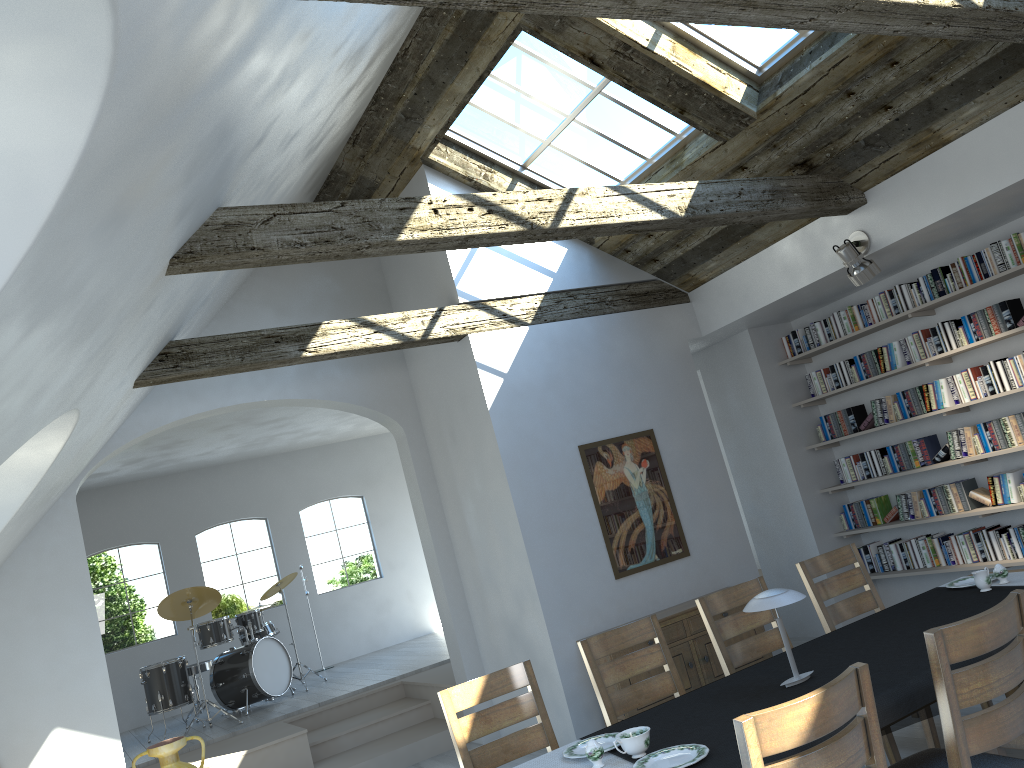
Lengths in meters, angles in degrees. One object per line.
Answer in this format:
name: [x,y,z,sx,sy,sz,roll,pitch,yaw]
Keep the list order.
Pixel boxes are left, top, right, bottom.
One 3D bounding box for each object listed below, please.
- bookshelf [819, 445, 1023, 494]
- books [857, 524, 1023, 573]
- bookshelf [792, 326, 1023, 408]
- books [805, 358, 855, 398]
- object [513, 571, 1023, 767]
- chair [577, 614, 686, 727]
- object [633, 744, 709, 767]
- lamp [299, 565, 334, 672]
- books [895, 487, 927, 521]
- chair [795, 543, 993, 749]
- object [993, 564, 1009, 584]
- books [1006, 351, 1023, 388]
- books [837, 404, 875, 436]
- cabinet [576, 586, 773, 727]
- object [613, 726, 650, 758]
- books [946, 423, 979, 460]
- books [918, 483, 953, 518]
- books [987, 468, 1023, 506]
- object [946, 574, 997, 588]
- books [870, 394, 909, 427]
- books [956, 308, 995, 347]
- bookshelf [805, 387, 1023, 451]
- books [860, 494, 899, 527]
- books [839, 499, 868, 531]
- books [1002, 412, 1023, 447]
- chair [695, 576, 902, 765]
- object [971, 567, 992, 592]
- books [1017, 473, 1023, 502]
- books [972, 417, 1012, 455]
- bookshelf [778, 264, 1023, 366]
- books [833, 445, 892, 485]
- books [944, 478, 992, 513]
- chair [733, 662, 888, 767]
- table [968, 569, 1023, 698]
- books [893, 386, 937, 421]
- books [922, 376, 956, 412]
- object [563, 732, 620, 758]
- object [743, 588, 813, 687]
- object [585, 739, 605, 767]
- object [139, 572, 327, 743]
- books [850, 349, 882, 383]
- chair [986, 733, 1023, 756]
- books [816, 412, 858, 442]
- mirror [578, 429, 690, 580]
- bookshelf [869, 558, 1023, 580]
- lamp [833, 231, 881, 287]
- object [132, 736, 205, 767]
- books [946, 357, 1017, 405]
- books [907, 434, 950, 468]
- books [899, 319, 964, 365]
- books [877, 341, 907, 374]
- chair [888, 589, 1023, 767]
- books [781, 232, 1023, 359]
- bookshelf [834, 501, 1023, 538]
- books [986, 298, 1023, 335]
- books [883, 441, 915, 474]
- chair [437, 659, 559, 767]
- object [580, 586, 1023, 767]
bookshelf: [4.589,-0.078,4.554,0.315,0.070,7.825,-10,-10,-29]
books: [3.743,1.151,6.557,0.242,0.237,2.981,-10,-10,-29]
bookshelf: [4.383,-0.832,4.679,0.315,0.070,7.825,-10,-10,-29]
books: [2.834,-0.050,7.769,0.214,0.220,0.490,-10,-10,-29]
object: [1.366,1.153,3.580,2.872,0.077,1.050,-10,-10,-29]
chair: [0.760,1.608,4.059,0.514,1.006,0.605,-10,-10,-29]
object: [0.514,1.214,2.859,0.250,0.017,0.253,-10,-10,-29]
lamp: [-2.626,3.049,11.618,0.232,1.383,0.238,-10,-10,-29]
books: [3.299,0.986,7.270,0.189,0.228,0.249,-10,-10,-29]
chair: [2.040,1.379,4.787,0.514,1.006,0.605,-10,-10,-29]
object: [2.341,0.906,4.247,0.064,0.092,0.064,-22,-11,37]
books: [3.740,-0.159,6.151,0.242,0.237,0.494,-10,-10,-29]
books: [2.997,0.289,7.583,0.189,0.224,0.345,-10,-10,-29]
cabinet: [1.266,2.035,6.552,1.481,0.714,0.383,-10,-10,-29]
object: [0.424,1.235,3.041,0.124,0.081,0.130,-17,-9,13]
books: [3.479,0.440,6.784,0.189,0.228,0.249,-10,-10,-29]
books: [3.410,0.923,7.061,0.209,0.220,0.278,-10,-11,-31]
books: [3.668,0.761,6.551,0.189,0.228,0.249,-10,-10,-29]
object: [2.295,0.987,4.418,0.250,0.017,0.253,-10,-10,-29]
books: [3.121,0.212,7.341,0.189,0.228,0.249,-10,-10,-29]
books: [3.460,-0.420,6.551,0.209,0.220,0.278,-10,-11,-31]
bookshelf: [4.486,-0.455,4.617,0.315,0.070,7.825,-10,-10,-29]
books: [3.173,1.061,7.516,0.189,0.224,0.345,-10,-10,-29]
books: [3.040,1.143,7.780,0.209,0.220,0.278,-10,-11,-31]
books: [3.682,0.319,6.388,0.189,0.220,0.156,-10,-10,-29]
chair: [1.400,1.493,4.423,0.514,1.006,0.605,-10,-10,-29]
object: [2.224,0.926,4.192,0.071,0.098,0.100,-20,-10,29]
books: [3.789,0.715,6.329,0.209,0.220,0.278,-10,-11,-31]
books: [3.589,0.377,6.575,0.209,0.220,0.278,-10,-11,-31]
bookshelf: [4.280,-1.208,4.742,0.315,0.070,7.825,-10,-10,-29]
books: [3.042,0.702,7.638,0.214,0.220,0.490,-10,-10,-29]
books: [3.543,0.844,6.797,0.189,0.229,0.343,-10,-10,-29]
chair: [0.769,1.335,2.431,0.514,1.006,0.605,-10,-10,-29]
table: [1.440,1.473,3.515,3.078,0.737,0.939,-10,-10,-29]
books: [3.231,0.149,7.132,0.209,0.220,0.278,-10,-11,-31]
books: [3.348,0.077,6.899,0.189,0.228,0.249,-10,-10,-29]
object: [0.310,1.338,3.269,0.250,0.017,0.253,-10,-10,-29]
object: [1.064,0.983,3.469,0.251,0.362,0.251,-14,-9,-7]
object: [0.285,1.269,3.051,0.064,0.092,0.064,-13,-9,-11]
object: [-3.180,2.861,9.540,1.465,1.383,2.354,-18,-9,15]
books: [3.004,-0.153,7.437,0.209,0.220,0.278,-10,-11,-31]
chair: [2.050,1.107,3.160,0.514,1.006,0.605,-10,-10,-29]
books: [2.861,0.369,7.852,0.209,0.220,0.278,-10,-11,-31]
mirror: [0.961,0.919,6.937,0.736,1.047,0.009,-10,-10,-29]
bookshelf: [4.794,0.675,4.430,0.315,0.070,7.825,-10,-10,-29]
lamp: [2.374,-0.865,6.136,0.265,0.386,0.235,-14,-9,-8]
object: [-2.504,2.961,6.574,0.396,0.605,0.402,-18,-9,17]
books: [3.515,-0.027,6.578,0.214,0.237,0.490,-10,-10,-29]
books: [3.355,0.516,7.026,0.189,0.224,0.345,-10,-10,-29]
books: [3.288,-0.328,6.883,0.214,0.237,0.490,-10,-10,-29]
books: [3.121,-0.225,7.204,0.189,0.228,0.249,-10,-10,-29]
chair: [1.410,1.221,2.795,0.514,1.006,0.605,-10,-10,-29]
books: [3.226,-0.727,6.875,0.242,0.237,2.981,-10,-10,-29]
bookshelf: [4.691,0.299,4.492,0.315,0.070,7.825,-10,-10,-29]
books: [3.596,-0.501,6.282,0.189,0.224,0.345,-10,-10,-29]
books: [3.219,0.597,7.294,0.209,0.220,0.278,-10,-11,-31]
chair: [0.120,1.722,3.695,0.514,1.006,0.605,-10,-10,-29]
object: [1.387,1.222,3.574,2.456,0.227,1.073,-10,-10,-29]
